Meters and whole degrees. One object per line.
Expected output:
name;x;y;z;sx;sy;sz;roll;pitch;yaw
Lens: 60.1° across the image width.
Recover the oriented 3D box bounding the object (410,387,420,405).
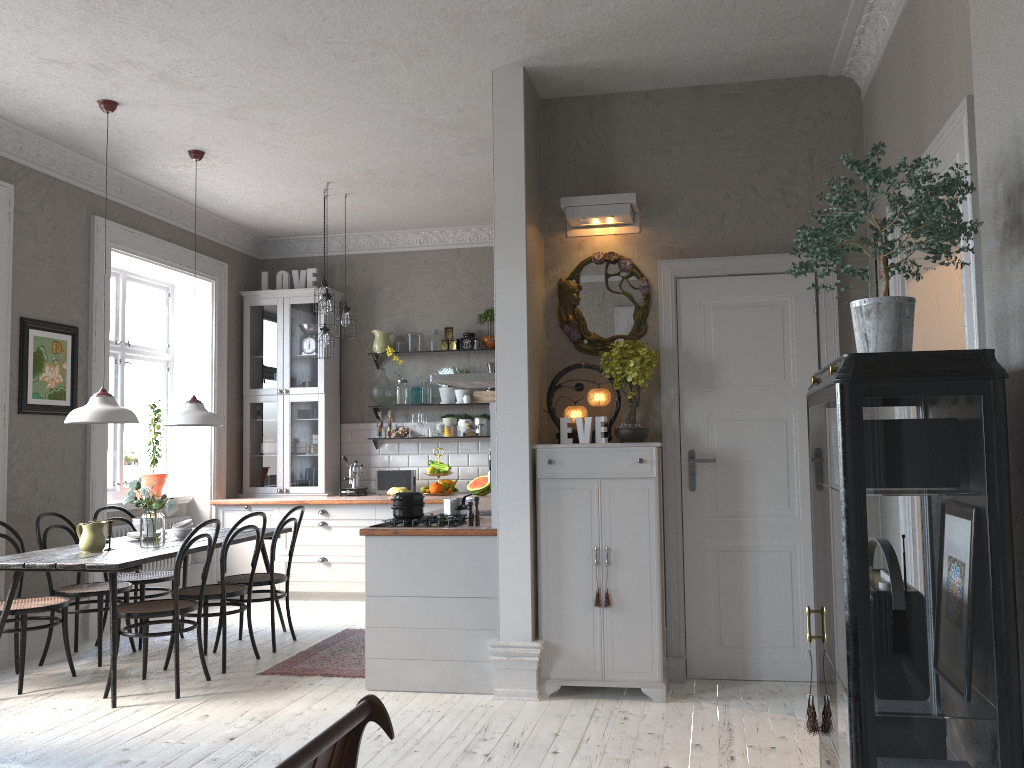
object;-0.880;0.113;8.224;0.125;0.172;0.127;-2;-4;15

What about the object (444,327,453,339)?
object;-0.580;-0.465;8.137;0.083;0.113;0.082;0;-4;-9

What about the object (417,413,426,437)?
object;-0.828;0.377;8.083;0.082;0.217;0.081;-1;-4;-3

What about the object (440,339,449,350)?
object;-0.609;-0.352;8.147;0.082;0.113;0.083;-2;-4;11

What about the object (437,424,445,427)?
object;-0.647;0.394;8.038;0.077;0.051;0.077;-1;-4;-3

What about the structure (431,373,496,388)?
structure;-0.124;-0.793;6.216;0.707;1.595;0.717;-2;-4;11

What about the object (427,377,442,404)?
object;-0.724;0.068;8.261;0.130;0.264;0.133;-2;-4;17

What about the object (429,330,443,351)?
object;-0.705;-0.394;8.272;0.142;0.220;0.137;1;-4;-29

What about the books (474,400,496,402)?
books;-0.202;0.159;8.072;0.258;0.011;0.159;-2;-4;17

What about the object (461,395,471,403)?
object;-0.408;0.140;8.017;0.104;0.071;0.064;-4;-5;41

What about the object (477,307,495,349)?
object;-0.178;-0.506;8.077;0.256;0.397;0.246;-4;-5;36

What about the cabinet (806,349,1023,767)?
cabinet;0.863;0.687;1.964;0.345;1.471;0.623;-2;-4;12

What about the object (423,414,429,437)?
object;-0.811;0.383;8.171;0.082;0.217;0.081;-1;-4;-3

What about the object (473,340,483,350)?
object;-0.306;-0.356;8.038;0.092;0.096;0.075;-2;-4;12

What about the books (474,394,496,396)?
books;-0.203;0.105;8.076;0.258;0.011;0.159;-2;-4;17

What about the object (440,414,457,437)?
object;-0.585;0.377;8.157;0.158;0.217;0.155;0;-4;-9

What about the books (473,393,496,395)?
books;-0.203;0.095;8.077;0.257;0.016;0.160;-3;-4;23

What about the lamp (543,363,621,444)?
lamp;0.392;0.164;4.847;0.444;0.558;0.174;-2;-4;18

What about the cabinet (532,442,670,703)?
cabinet;0.476;0.963;4.681;0.661;1.297;0.387;-2;-4;11

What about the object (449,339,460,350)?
object;-0.524;-0.354;8.128;0.081;0.113;0.084;-2;-4;21

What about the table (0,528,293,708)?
table;-2.215;1.344;5.459;0.897;0.735;1.935;-2;-4;12

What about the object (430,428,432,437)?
object;-0.717;0.448;8.169;0.076;0.083;0.079;-3;-4;29

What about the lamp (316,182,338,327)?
lamp;-1.403;-1.301;6.716;0.149;1.735;0.144;2;-5;-32

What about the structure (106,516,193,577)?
structure;-2.926;1.312;7.060;0.148;0.428;1.231;-2;-4;11

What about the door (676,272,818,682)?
door;1.297;0.492;4.796;0.746;2.183;0.080;-1;-4;10

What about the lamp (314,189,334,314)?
lamp;-1.463;-1.418;6.897;0.147;1.735;0.146;-1;-4;-2

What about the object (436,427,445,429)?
object;-0.647;0.419;8.036;0.076;0.051;0.078;-3;-4;30

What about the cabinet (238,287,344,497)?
cabinet;-2.050;0.101;8.268;0.873;1.921;0.391;-2;-4;11

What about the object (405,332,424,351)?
object;-0.900;-0.378;8.210;0.176;0.184;0.168;2;-5;-39

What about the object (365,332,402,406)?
object;-1.214;-0.137;8.199;0.339;0.674;0.333;1;-4;-20

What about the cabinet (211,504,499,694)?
cabinet;-0.754;1.332;6.604;2.027;0.854;4.114;1;-5;-32

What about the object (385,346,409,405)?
object;-1.053;-0.077;8.120;0.191;0.540;0.281;-1;-4;4

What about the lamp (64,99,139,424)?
lamp;-2.321;-0.702;5.053;0.387;1.858;0.371;3;-5;-41

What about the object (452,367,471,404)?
object;-0.461;-0.006;8.101;0.187;0.380;0.166;1;-4;-28

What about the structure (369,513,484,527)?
structure;-0.478;0.781;5.106;0.492;0.031;0.610;-2;-4;12

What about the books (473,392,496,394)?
books;-0.203;0.084;8.078;0.257;0.016;0.160;-2;-4;20

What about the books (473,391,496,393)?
books;-0.203;0.073;8.078;0.258;0.011;0.159;-2;-4;17

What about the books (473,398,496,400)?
books;-0.202;0.138;8.074;0.257;0.016;0.160;-2;-4;20

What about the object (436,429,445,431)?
object;-0.647;0.436;8.035;0.077;0.051;0.077;-1;-4;4

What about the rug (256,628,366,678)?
rug;-0.973;1.693;5.637;0.730;0.014;1.299;-2;-4;12

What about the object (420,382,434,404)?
object;-0.780;0.087;8.115;0.122;0.206;0.127;-3;-5;34

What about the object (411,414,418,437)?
object;-0.895;0.386;8.191;0.082;0.217;0.081;-1;-4;-3

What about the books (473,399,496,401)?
books;-0.202;0.148;8.073;0.257;0.016;0.160;-3;-4;23

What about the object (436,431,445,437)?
object;-0.647;0.453;8.034;0.077;0.051;0.077;-1;-4;4

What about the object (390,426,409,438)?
object;-1.036;0.441;8.172;0.178;0.111;0.095;0;-4;-12

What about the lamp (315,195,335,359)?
lamp;-1.489;-1.067;7.042;0.149;1.735;0.144;1;-4;-22

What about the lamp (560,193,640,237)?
lamp;0.495;-0.942;4.949;0.412;0.171;0.221;-2;-4;11

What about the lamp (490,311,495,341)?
lamp;-0.120;-1.227;7.330;0.143;1.735;0.150;-4;-5;43

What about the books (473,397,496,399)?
books;-0.203;0.127;8.075;0.258;0.011;0.159;-2;-4;17

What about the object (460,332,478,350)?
object;-0.394;-0.385;8.157;0.141;0.174;0.143;-2;-4;11

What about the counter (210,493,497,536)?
counter;-1.233;0.926;6.567;3.137;0.039;3.417;-2;-4;12

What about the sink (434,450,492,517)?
sink;-0.197;0.726;5.721;0.524;0.720;0.490;-2;-4;11

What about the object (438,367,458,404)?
object;-0.579;0.013;8.175;0.240;0.354;0.238;-3;-4;29

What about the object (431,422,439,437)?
object;-0.704;0.414;8.092;0.079;0.139;0.078;0;-4;-16

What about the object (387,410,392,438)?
object;-1.132;0.371;8.220;0.063;0.264;0.052;3;-5;-42

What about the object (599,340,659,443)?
object;0.645;0.037;4.728;0.348;0.553;0.291;3;-5;-44

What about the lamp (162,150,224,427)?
lamp;-2.123;-0.646;5.931;0.374;1.858;0.384;-2;-4;19

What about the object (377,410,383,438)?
object;-1.232;0.375;8.254;0.054;0.264;0.061;0;-4;-17

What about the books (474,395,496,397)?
books;-0.203;0.116;8.075;0.258;0.011;0.159;-2;-4;14

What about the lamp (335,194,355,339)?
lamp;-1.321;-1.231;7.018;0.147;1.735;0.146;-1;-4;-2
